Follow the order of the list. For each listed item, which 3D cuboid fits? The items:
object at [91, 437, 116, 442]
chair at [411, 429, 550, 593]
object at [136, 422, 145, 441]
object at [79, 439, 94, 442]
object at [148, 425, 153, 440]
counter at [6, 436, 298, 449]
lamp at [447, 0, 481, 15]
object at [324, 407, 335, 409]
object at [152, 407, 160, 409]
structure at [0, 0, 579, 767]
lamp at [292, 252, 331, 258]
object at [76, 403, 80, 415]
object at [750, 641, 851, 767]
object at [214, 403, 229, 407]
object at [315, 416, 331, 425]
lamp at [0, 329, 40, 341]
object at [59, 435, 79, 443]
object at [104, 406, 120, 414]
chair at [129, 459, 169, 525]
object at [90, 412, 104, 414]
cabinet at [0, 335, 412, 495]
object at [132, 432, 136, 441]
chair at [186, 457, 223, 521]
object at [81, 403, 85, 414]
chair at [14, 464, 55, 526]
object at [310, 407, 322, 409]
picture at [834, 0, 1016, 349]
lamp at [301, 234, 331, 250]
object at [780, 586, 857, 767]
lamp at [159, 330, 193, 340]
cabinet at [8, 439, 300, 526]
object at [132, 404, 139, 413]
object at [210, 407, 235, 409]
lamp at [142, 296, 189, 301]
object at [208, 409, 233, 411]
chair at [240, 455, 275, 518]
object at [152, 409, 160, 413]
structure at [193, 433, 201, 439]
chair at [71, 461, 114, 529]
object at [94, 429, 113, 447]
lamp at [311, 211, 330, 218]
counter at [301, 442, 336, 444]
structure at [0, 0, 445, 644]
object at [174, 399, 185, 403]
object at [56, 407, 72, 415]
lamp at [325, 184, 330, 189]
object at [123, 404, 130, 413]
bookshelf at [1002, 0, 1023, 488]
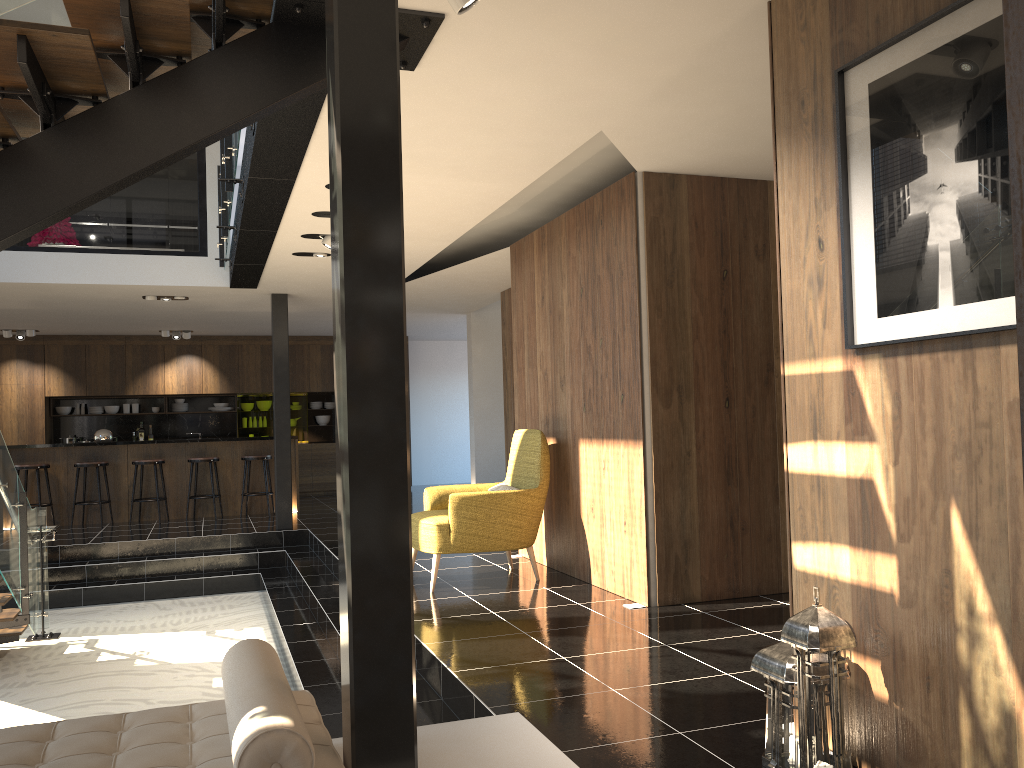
[{"bbox_3d":[-6.546,0.923,14.207,0.278,0.218,0.300,-2,-2,14],"label":"object"},{"bbox_3d":[-0.248,0.898,6.597,1.030,1.097,0.808,-1,-2,-20],"label":"chair"},{"bbox_3d":[-6.189,0.855,14.770,0.133,0.451,0.116,-1,-2,-19],"label":"object"},{"bbox_3d":[-6.827,0.960,14.232,0.195,0.143,0.210,-3,-2,29],"label":"object"},{"bbox_3d":[-6.041,0.881,14.828,0.077,0.395,0.077,-2,-2,23],"label":"object"},{"bbox_3d":[-4.689,0.763,11.713,3.573,0.041,0.698,-1,-2,-19],"label":"counter"},{"bbox_3d":[-0.116,-1.397,3.048,0.346,0.262,0.195,-1,-2,-19],"label":"lamp"},{"bbox_3d":[-3.213,0.425,15.714,0.220,0.033,0.220,0,-3,-36],"label":"object"},{"bbox_3d":[-5.938,0.423,14.784,0.122,0.072,0.122,-2,-2,6],"label":"object"},{"bbox_3d":[-1.605,0.233,2.141,3.781,3.243,1.149,-1,-2,-19],"label":"structure"},{"bbox_3d":[-1.783,-1.209,7.891,0.346,0.158,0.195,-1,-2,-19],"label":"lamp"},{"bbox_3d":[-7.052,0.407,14.400,0.060,0.185,0.060,-2,-2,12],"label":"object"},{"bbox_3d":[0.951,1.023,2.921,0.262,0.483,0.262,-1,-2,-19],"label":"object"},{"bbox_3d":[-4.958,0.374,15.128,0.254,0.088,0.254,-2,-2,6],"label":"object"},{"bbox_3d":[-3.337,0.647,15.674,0.264,0.170,0.264,0,-3,-44],"label":"object"},{"bbox_3d":[-7.264,-0.792,13.091,0.501,0.294,0.349,-1,-2,-19],"label":"lamp"},{"bbox_3d":[-7.100,0.930,14.235,0.236,0.218,0.255,-3,-2,29],"label":"object"},{"bbox_3d":[-6.571,0.431,14.565,0.234,0.138,0.234,-2,-2,1],"label":"object"},{"bbox_3d":[-4.603,1.362,11.250,0.412,0.799,0.413,-1,-2,-10],"label":"chair"},{"bbox_3d":[-6.787,0.484,14.480,0.220,0.033,0.220,-1,-2,-22],"label":"object"},{"bbox_3d":[-5.185,0.571,14.865,6.892,2.689,0.870,-1,-2,-19],"label":"cabinet"},{"bbox_3d":[-6.280,0.938,14.732,0.057,0.287,0.058,-2,-2,-6],"label":"object"},{"bbox_3d":[-3.980,1.352,11.465,0.412,0.799,0.413,-1,-2,-10],"label":"chair"},{"bbox_3d":[-6.981,0.406,14.425,0.060,0.185,0.060,-3,-2,40],"label":"object"},{"bbox_3d":[-5.851,1.381,10.819,0.412,0.799,0.413,-1,-2,-10],"label":"chair"},{"bbox_3d":[-3.454,0.429,15.631,0.220,0.033,0.220,-1,-2,-9],"label":"object"},{"bbox_3d":[1.199,-0.585,2.532,0.028,0.911,0.749,-1,-2,-19],"label":"picture"},{"bbox_3d":[-1.529,-1.201,7.157,0.346,0.247,0.195,-1,-2,-19],"label":"lamp"},{"bbox_3d":[0.930,0.934,2.673,0.182,0.642,0.182,-1,-2,-19],"label":"object"},{"bbox_3d":[-5.224,-0.831,13.796,0.501,0.280,0.349,-1,-2,-19],"label":"lamp"},{"bbox_3d":[-4.672,1.281,11.700,3.563,0.993,0.698,-1,-2,-19],"label":"cabinet"},{"bbox_3d":[-6.226,0.407,14.661,0.109,0.161,0.109,-1,-2,-7],"label":"object"},{"bbox_3d":[-4.954,0.422,15.126,0.438,0.039,0.438,-2,-2,17],"label":"object"},{"bbox_3d":[-4.004,-1.050,10.251,0.501,0.194,0.349,-1,-2,-19],"label":"lamp"},{"bbox_3d":[-4.954,0.449,15.125,0.438,0.039,0.438,-2,-2,17],"label":"object"},{"bbox_3d":[-3.356,1.343,11.681,0.412,0.799,0.413,-1,-2,-10],"label":"chair"},{"bbox_3d":[-5.938,0.448,14.783,0.122,0.072,0.122,-2,-2,6],"label":"object"},{"bbox_3d":[-5.266,0.935,14.681,0.242,0.231,0.174,-1,-2,-19],"label":"structure"},{"bbox_3d":[-5.227,1.371,11.034,0.412,0.799,0.413,-1,-2,-10],"label":"chair"},{"bbox_3d":[-5.221,0.686,11.337,0.227,0.228,0.227,-3,-2,32],"label":"object"},{"bbox_3d":[-1.278,-1.272,6.426,0.346,0.177,0.195,-1,-2,-19],"label":"lamp"},{"bbox_3d":[-5.169,1.057,14.858,4.591,0.005,0.863,-1,-2,-19],"label":"counter"},{"bbox_3d":[-2.915,0.006,5.708,3.447,4.866,7.283,-1,-2,-20],"label":"structure"},{"bbox_3d":[-5.613,0.298,14.974,0.168,0.087,0.168,-2,-2,1],"label":"object"},{"bbox_3d":[-7.246,0.439,14.332,0.234,0.138,0.234,-1,-2,-16],"label":"object"},{"bbox_3d":[-1.025,-1.309,5.692,0.346,0.177,0.195,-1,-2,-19],"label":"lamp"},{"bbox_3d":[-6.353,0.409,14.617,0.109,0.161,0.109,0,-2,-37],"label":"object"},{"bbox_3d":[1.031,-0.174,0.510,1.703,2.681,0.273,-1,-2,-19],"label":"bookshelf"}]
